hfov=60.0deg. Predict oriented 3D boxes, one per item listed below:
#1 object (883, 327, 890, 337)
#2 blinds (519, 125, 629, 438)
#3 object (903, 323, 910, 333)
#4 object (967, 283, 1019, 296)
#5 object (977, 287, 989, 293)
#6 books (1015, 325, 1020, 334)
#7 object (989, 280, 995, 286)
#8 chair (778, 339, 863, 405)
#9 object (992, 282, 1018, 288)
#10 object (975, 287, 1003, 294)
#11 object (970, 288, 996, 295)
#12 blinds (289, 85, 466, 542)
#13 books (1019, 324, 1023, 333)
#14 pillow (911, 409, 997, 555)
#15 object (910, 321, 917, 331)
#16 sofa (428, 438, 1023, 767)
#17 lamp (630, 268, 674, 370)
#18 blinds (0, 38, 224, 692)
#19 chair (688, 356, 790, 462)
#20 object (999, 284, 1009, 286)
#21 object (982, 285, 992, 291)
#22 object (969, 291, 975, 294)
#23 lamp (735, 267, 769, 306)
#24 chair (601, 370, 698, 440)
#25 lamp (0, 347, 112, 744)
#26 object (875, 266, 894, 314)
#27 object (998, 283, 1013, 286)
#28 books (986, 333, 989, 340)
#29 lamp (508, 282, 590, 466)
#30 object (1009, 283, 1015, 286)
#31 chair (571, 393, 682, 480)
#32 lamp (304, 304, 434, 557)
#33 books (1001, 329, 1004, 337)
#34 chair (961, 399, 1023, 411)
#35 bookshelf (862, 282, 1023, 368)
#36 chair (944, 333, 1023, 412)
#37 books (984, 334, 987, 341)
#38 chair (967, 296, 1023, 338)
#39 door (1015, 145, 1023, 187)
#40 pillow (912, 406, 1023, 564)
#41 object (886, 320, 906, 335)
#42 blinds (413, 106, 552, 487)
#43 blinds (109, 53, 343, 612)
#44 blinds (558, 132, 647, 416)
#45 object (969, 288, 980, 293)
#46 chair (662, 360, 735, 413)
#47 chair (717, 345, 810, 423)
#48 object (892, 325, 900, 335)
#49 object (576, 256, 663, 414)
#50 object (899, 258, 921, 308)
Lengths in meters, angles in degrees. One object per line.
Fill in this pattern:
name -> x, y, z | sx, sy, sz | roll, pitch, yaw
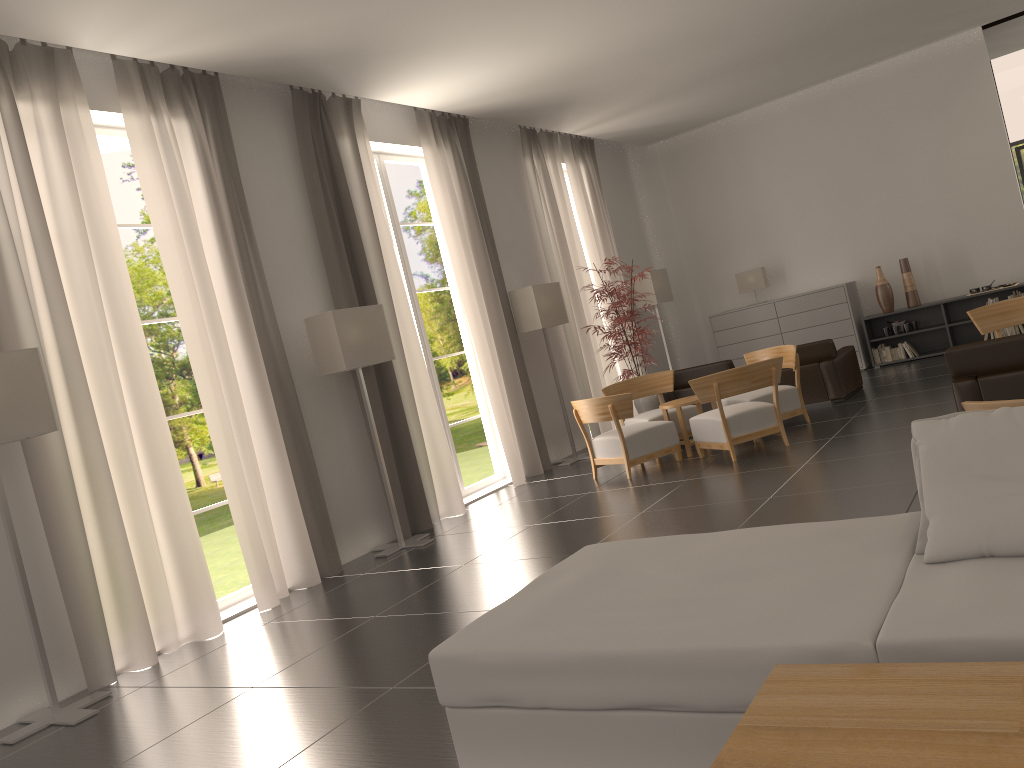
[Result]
object -> 7.857, -1.089, 18.592 | 0.135, 0.179, 0.136 | -13, 2, 34
blinds -> 1.208, -2.036, 17.755 | 0.414, 6.430, 1.553 | -13, 1, 37
object -> 8.168, -1.157, 18.333 | 0.136, 0.179, 0.135 | -14, 1, 3
object -> 9.530, -1.873, 17.577 | 0.892, 0.003, 0.673 | -12, 2, 35
object -> 9.333, -1.859, 17.630 | 0.291, 0.058, 0.086 | -13, 2, 20
books -> 9.884, -1.094, 17.353 | 0.057, 0.346, 0.197 | -13, 1, 33
object -> 9.579, -1.990, 17.792 | 0.261, 0.152, 0.086 | -14, 1, 0
chair -> 5.235, -0.206, 15.795 | 1.535, 1.075, 1.503 | -13, 2, 33
object -> 9.724, -1.937, 17.485 | 0.293, 0.034, 0.405 | -14, 2, -10
object -> 9.376, -1.840, 17.454 | 0.514, 0.015, 0.014 | -13, 2, 31
object -> 9.340, -1.834, 17.523 | 0.514, 0.015, 0.014 | -13, 2, 25
blinds -> -1.948, -1.085, 12.644 | 0.414, 6.430, 1.553 | -13, 1, 37
books -> 9.942, -1.093, 17.292 | 0.105, 0.325, 0.238 | -13, 1, 33
pillow -> 2.343, 0.419, 4.130 | 0.917, 0.577, 0.550 | -13, 2, 33
object -> 8.365, -1.209, 18.447 | 0.135, 0.179, 0.136 | -13, 2, 39
sofa -> 1.346, 1.154, 2.189 | 5.514, 1.204, 5.617 | -13, 2, 33
lamp -> 3.474, -1.003, 20.201 | 0.906, 3.178, 1.002 | -13, 1, 33
blinds -> -4.308, -0.373, 8.821 | 0.414, 6.430, 1.553 | -13, 1, 37
chair -> 3.140, 0.356, 12.418 | 1.453, 1.226, 1.150 | -14, 1, -12
object -> 9.680, -1.950, 17.477 | 0.014, 0.015, 0.515 | -14, 2, 10
object -> 9.535, -1.927, 17.792 | 0.188, 0.082, 0.187 | -15, 2, -43
object -> 9.218, -1.826, 17.760 | 0.034, 0.040, 0.112 | -14, 2, -13
lamp -> 5.549, -2.221, 20.361 | 0.618, 0.796, 0.310 | -13, 1, 33
chair -> 2.366, 0.469, 14.624 | 1.454, 1.226, 1.149 | -14, 2, -22
lamp -> -4.294, 1.339, 7.618 | 0.906, 3.178, 1.002 | -13, 1, 33
object -> 7.743, -1.969, 18.485 | 0.327, 0.992, 0.326 | -14, 1, -34
object -> 9.731, -1.963, 17.490 | 0.014, 0.015, 0.515 | -14, 2, 1
books -> 9.447, -1.007, 17.605 | 0.155, 0.371, 0.252 | -13, 1, 33
lamp -> 0.770, -0.188, 15.821 | 0.906, 3.178, 1.002 | -13, 1, 33
object -> 9.717, -1.930, 17.221 | 0.112, 0.040, 0.034 | -13, 1, 22
chair -> 1.667, 0.692, 13.130 | 1.153, 1.226, 1.449 | -15, 2, -32
lamp -> -1.818, 0.592, 11.628 | 0.906, 3.178, 1.002 | -13, 1, 33
books -> 9.670, -1.031, 17.478 | 0.018, 0.318, 0.227 | -13, 1, 33
chair -> 3.470, 0.536, 4.909 | 1.153, 1.226, 1.449 | -15, 2, -32
bookshelf -> 8.916, -1.179, 18.086 | 3.074, 1.079, 0.742 | -13, 2, 33
chair -> 5.548, -0.063, 9.468 | 1.535, 1.075, 1.503 | -13, 2, 33
books -> 9.425, -0.996, 17.622 | 0.153, 0.360, 0.250 | -13, 1, 33
chair -> 6.759, -0.507, 11.427 | 1.449, 1.226, 1.153 | -13, 2, 33
door -> 14.669, -4.376, 22.740 | 0.100, 4.268, 2.372 | -15, 1, -42
pillow -> 2.262, 0.421, 4.013 | 0.800, 0.598, 0.586 | -13, 2, 32
object -> 8.082, -1.212, 18.593 | 0.142, 0.309, 0.413 | -15, 2, -43
blinds -> -0.473, -1.529, 15.030 | 0.416, 6.430, 1.553 | -13, 1, 29
blinds -> -3.303, -0.676, 10.446 | 0.416, 6.430, 1.553 | -13, 1, 29
blinds -> 2.090, -2.302, 19.181 | 0.416, 6.430, 1.553 | -13, 1, 29
object -> 9.353, -1.886, 17.917 | 0.188, 0.082, 0.188 | -14, 2, -7
chair -> 3.770, 0.119, 16.758 | 1.535, 1.075, 1.503 | -13, 2, 33
chair -> 3.913, 0.114, 13.925 | 1.152, 1.226, 1.450 | -14, 2, -17
object -> 7.983, -1.114, 18.421 | 0.135, 0.179, 0.136 | -13, 2, 34
object -> 2.101, -0.630, 16.105 | 1.487, 3.397, 1.773 | -13, 1, 18
object -> 8.243, -2.106, 18.416 | 0.262, 1.025, 0.263 | -13, 1, 36
